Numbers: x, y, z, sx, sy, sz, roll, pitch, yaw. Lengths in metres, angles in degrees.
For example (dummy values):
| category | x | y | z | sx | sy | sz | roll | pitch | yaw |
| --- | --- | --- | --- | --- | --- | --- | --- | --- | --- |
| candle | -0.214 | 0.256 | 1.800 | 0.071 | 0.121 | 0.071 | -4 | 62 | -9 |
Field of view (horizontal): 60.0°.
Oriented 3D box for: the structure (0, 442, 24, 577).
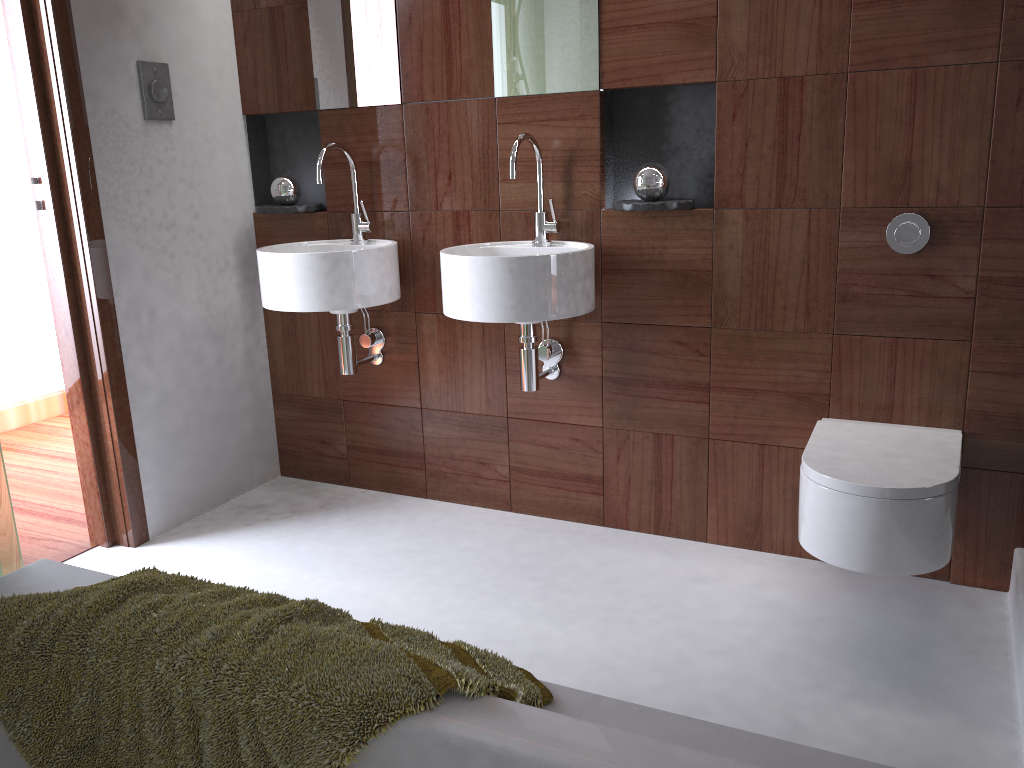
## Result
| category | x | y | z | sx | sy | sz | roll | pitch | yaw |
| --- | --- | --- | --- | --- | --- | --- | --- | --- | --- |
| structure | -1.425 | -0.159 | 1.119 | 0.765 | 2.079 | 1.015 | 5 | 16 | 26 |

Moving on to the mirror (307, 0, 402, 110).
| category | x | y | z | sx | sy | sz | roll | pitch | yaw |
| --- | --- | --- | --- | --- | --- | --- | --- | --- | --- |
| mirror | -0.485 | -1.163 | 2.661 | 0.316 | 0.635 | 0.010 | 5 | 16 | 26 |

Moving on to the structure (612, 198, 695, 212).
| category | x | y | z | sx | sy | sz | roll | pitch | yaw |
| --- | --- | --- | --- | --- | --- | --- | --- | --- | --- |
| structure | 0.383 | -0.487 | 2.406 | 0.220 | 0.023 | 0.222 | 2 | 15 | 16 |

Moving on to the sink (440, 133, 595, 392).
| category | x | y | z | sx | sy | sz | roll | pitch | yaw |
| --- | --- | --- | --- | --- | --- | --- | --- | --- | --- |
| sink | 0.016 | -0.310 | 2.401 | 0.415 | 0.715 | 0.417 | 5 | 16 | 26 |

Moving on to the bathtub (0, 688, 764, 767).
| category | x | y | z | sx | sy | sz | roll | pitch | yaw |
| --- | --- | --- | --- | --- | --- | --- | --- | --- | --- |
| bathtub | -0.258 | 0.669 | 0.771 | 1.683 | 0.424 | 0.881 | 5 | 16 | 26 |

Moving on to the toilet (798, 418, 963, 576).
| category | x | y | z | sx | sy | sz | roll | pitch | yaw |
| --- | --- | --- | --- | --- | --- | --- | --- | --- | --- |
| toilet | 0.849 | 0.279 | 2.057 | 0.329 | 0.284 | 0.547 | 5 | 16 | 26 |

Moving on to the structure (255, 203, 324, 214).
| category | x | y | z | sx | sy | sz | roll | pitch | yaw |
| --- | --- | --- | --- | --- | --- | --- | --- | --- | --- |
| structure | -0.740 | -0.585 | 2.952 | 0.222 | 0.023 | 0.220 | -5 | 15 | -13 |

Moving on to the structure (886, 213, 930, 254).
| category | x | y | z | sx | sy | sz | roll | pitch | yaw |
| --- | --- | --- | --- | --- | --- | --- | --- | --- | --- |
| structure | 0.948 | -0.359 | 2.126 | 0.098 | 0.098 | 0.034 | 5 | 16 | 26 |

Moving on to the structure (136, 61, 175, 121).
| category | x | y | z | sx | sy | sz | roll | pitch | yaw |
| --- | --- | --- | --- | --- | --- | --- | --- | --- | --- |
| structure | -1.047 | -0.864 | 2.616 | 0.028 | 0.164 | 0.109 | 5 | 16 | 26 |

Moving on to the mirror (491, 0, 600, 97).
| category | x | y | z | sx | sy | sz | roll | pitch | yaw |
| --- | --- | --- | --- | --- | --- | --- | --- | --- | --- |
| mirror | 0.083 | -1.113 | 2.384 | 0.316 | 0.635 | 0.010 | 5 | 16 | 26 |

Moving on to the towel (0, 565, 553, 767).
| category | x | y | z | sx | sy | sz | roll | pitch | yaw |
| --- | --- | --- | --- | --- | --- | --- | --- | --- | --- |
| towel | -0.373 | 0.529 | 1.256 | 0.890 | 0.452 | 0.349 | 3 | 15 | 21 |

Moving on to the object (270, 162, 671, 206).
| category | x | y | z | sx | sy | sz | roll | pitch | yaw |
| --- | --- | --- | --- | --- | --- | --- | --- | --- | --- |
| object | -0.184 | -0.591 | 2.653 | 1.350 | 0.104 | 0.104 | 5 | 16 | 26 |

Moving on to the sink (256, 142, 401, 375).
| category | x | y | z | sx | sy | sz | roll | pitch | yaw |
| --- | --- | --- | --- | --- | --- | --- | --- | --- | --- |
| sink | -0.550 | -0.359 | 2.676 | 0.415 | 0.715 | 0.417 | 5 | 16 | 26 |
